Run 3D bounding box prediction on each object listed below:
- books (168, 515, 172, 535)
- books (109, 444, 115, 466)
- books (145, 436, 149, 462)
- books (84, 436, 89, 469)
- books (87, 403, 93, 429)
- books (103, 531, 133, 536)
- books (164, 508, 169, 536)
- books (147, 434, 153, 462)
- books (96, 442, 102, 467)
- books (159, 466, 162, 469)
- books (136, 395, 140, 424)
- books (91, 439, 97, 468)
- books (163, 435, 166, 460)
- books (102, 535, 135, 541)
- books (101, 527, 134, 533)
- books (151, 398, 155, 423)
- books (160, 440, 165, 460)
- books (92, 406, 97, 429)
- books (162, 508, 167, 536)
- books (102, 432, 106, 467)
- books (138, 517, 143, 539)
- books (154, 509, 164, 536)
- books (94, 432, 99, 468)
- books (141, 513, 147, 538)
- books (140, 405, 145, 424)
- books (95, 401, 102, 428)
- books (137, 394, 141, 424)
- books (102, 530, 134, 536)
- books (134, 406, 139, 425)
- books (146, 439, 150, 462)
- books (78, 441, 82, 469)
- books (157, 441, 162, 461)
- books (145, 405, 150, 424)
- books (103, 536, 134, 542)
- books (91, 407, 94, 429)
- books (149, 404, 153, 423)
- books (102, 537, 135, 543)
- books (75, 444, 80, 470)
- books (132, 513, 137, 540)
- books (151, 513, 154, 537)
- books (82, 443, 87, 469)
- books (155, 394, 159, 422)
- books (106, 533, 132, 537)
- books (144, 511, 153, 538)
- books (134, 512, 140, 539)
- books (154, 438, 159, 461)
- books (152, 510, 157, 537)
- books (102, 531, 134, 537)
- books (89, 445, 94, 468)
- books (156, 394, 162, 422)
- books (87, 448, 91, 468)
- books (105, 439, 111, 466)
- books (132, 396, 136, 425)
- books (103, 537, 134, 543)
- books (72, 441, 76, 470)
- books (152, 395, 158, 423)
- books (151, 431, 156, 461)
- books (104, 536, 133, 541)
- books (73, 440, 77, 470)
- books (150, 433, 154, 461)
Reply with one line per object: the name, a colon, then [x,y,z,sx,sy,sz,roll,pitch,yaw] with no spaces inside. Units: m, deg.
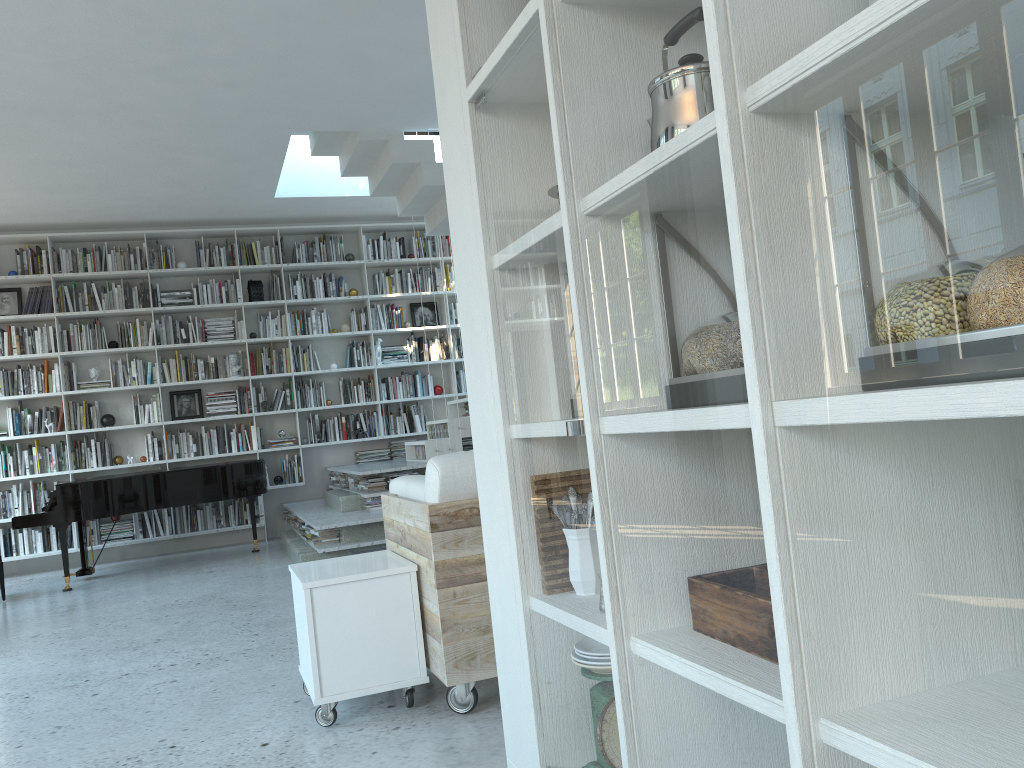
books: [-3.329,1.374,8.637,0.024,0.179,0.171,-6,-2,-19]
books: [-3.843,0.681,8.513,0.023,0.212,0.160,-6,-2,-19]
books: [-3.547,0.632,8.618,0.012,0.254,0.161,-6,-2,-19]
books: [-4.041,0.648,8.434,0.014,0.313,0.166,-6,-2,-19]
books: [-4.027,0.314,8.485,0.028,0.247,0.142,-6,-2,-19]
books: [-3.771,1.427,8.491,0.254,0.007,0.161,-5,-2,-18]
books: [-3.350,1.335,8.614,0.024,0.260,0.189,-6,-2,-19]
books: [-3.512,0.620,8.620,0.027,0.269,0.159,-6,-2,-19]
books: [-3.942,0.676,8.482,0.028,0.241,0.135,-6,-2,-19]
books: [-3.408,0.959,8.633,0.013,0.320,0.173,-6,-2,-19]
books: [-3.629,0.253,8.616,0.011,0.291,0.156,-6,-2,-19]
books: [-3.976,0.664,8.453,0.027,0.269,0.185,-6,-2,-19]
books: [-3.399,0.625,8.695,0.019,0.242,0.107,-6,-2,-19]
books: [-3.765,1.467,8.483,0.285,0.007,0.159,-5,-2,-23]
books: [-3.775,1.400,8.494,0.285,0.007,0.159,-5,-2,-19]
books: [-3.495,0.263,8.643,0.012,0.244,0.171,-6,-2,-19]
books: [-3.409,0.645,8.662,0.024,0.201,0.158,-6,-2,-19]
books: [-3.981,0.324,8.475,0.028,0.216,0.175,-6,-2,-19]
books: [-3.383,1.340,8.636,0.025,0.259,0.132,-6,-2,-19]
books: [-3.904,0.628,8.481,0.050,0.328,0.166,-6,-2,-19]
books: [-3.575,1.386,8.548,0.029,0.202,0.178,-6,-2,-19]
books: [-3.426,1.335,8.607,0.073,0.275,0.181,-6,-2,-19]
books: [-3.969,0.630,8.484,0.013,0.339,0.138,-6,-2,-19]
books: [-3.554,1.366,8.569,0.028,0.238,0.136,-6,-2,-19]
books: [-3.594,0.305,8.629,0.030,0.183,0.154,-6,-2,-19]
books: [-3.963,0.298,8.498,0.028,0.266,0.144,-6,-2,-19]
books: [-3.617,0.249,8.617,0.012,0.298,0.166,-6,-2,-19]
books: [-3.768,1.419,8.482,0.285,0.007,0.159,-5,-2,-24]
books: [-3.636,0.306,8.598,0.025,0.186,0.154,-6,-2,-19]
books: [-3.535,0.645,8.629,0.015,0.225,0.148,-6,-2,-19]
books: [-4.088,0.673,8.409,0.012,0.272,0.181,-6,-2,-19]
books: [-3.438,0.652,8.666,0.031,0.194,0.142,-6,-2,-19]
books: [-3.548,0.297,8.629,0.057,0.188,0.156,-6,-2,-19]
books: [-3.767,1.482,8.491,0.254,0.007,0.161,-5,-2,-19]
books: [-4.000,0.330,8.471,0.011,0.208,0.180,-6,-2,-19]
books: [-3.512,0.294,8.647,0.024,0.188,0.172,-6,-2,-19]
books: [-3.766,1.496,8.491,0.285,0.007,0.159,-5,-2,-19]
books: [-4.108,0.692,8.409,0.030,0.239,0.157,-6,-2,-19]
books: [-3.626,1.364,8.529,0.012,0.254,0.161,-6,-2,-19]
books: [-3.473,1.361,8.583,0.011,0.232,0.174,-6,-2,-19]
books: [-4.064,0.683,8.425,0.042,0.248,0.162,-6,-2,-19]
books: [-3.459,0.243,8.654,0.011,0.279,0.187,-6,-2,-19]
books: [-3.767,1.440,8.484,0.254,0.007,0.161,-5,-2,-23]
books: [-3.510,1.354,8.573,0.062,0.253,0.178,-6,-2,-19]
books: [-3.611,1.358,8.551,0.031,0.265,0.144,-6,-2,-19]
books: [-3.462,0.640,8.638,0.029,0.221,0.153,-6,-2,-19]
books: [-3.463,1.338,8.580,0.012,0.274,0.180,-6,-2,-19]
books: [-3.768,1.433,8.484,0.285,0.007,0.159,-5,-2,-23]
books: [-3.996,0.693,8.447,0.021,0.215,0.172,-6,-2,-19]
books: [-3.445,0.240,8.662,0.021,0.281,0.162,-6,-2,-19]
books: [-4.018,0.705,8.443,0.024,0.196,0.157,-6,-2,-19]
books: [-3.864,0.658,8.491,0.027,0.261,0.163,-6,-2,-19]
books: [-3.661,0.259,8.598,0.012,0.285,0.159,-6,-2,-19]
books: [-3.763,1.488,8.483,0.254,0.007,0.161,-6,-2,-15]
books: [-4.147,0.678,8.410,0.013,0.275,0.147,-6,-2,-19]
books: [-3.480,0.250,8.656,0.027,0.269,0.178,-6,-2,-19]
books: [-3.488,0.608,8.639,0.014,0.290,0.132,-6,-2,-19]
books: [-3.767,1.475,8.489,0.254,0.007,0.161,-5,-2,-18]
books: [-4.132,0.672,8.405,0.013,0.283,0.146,-6,-2,-19]
books: [-3.500,0.616,8.639,0.010,0.277,0.155,-6,-2,-19]
